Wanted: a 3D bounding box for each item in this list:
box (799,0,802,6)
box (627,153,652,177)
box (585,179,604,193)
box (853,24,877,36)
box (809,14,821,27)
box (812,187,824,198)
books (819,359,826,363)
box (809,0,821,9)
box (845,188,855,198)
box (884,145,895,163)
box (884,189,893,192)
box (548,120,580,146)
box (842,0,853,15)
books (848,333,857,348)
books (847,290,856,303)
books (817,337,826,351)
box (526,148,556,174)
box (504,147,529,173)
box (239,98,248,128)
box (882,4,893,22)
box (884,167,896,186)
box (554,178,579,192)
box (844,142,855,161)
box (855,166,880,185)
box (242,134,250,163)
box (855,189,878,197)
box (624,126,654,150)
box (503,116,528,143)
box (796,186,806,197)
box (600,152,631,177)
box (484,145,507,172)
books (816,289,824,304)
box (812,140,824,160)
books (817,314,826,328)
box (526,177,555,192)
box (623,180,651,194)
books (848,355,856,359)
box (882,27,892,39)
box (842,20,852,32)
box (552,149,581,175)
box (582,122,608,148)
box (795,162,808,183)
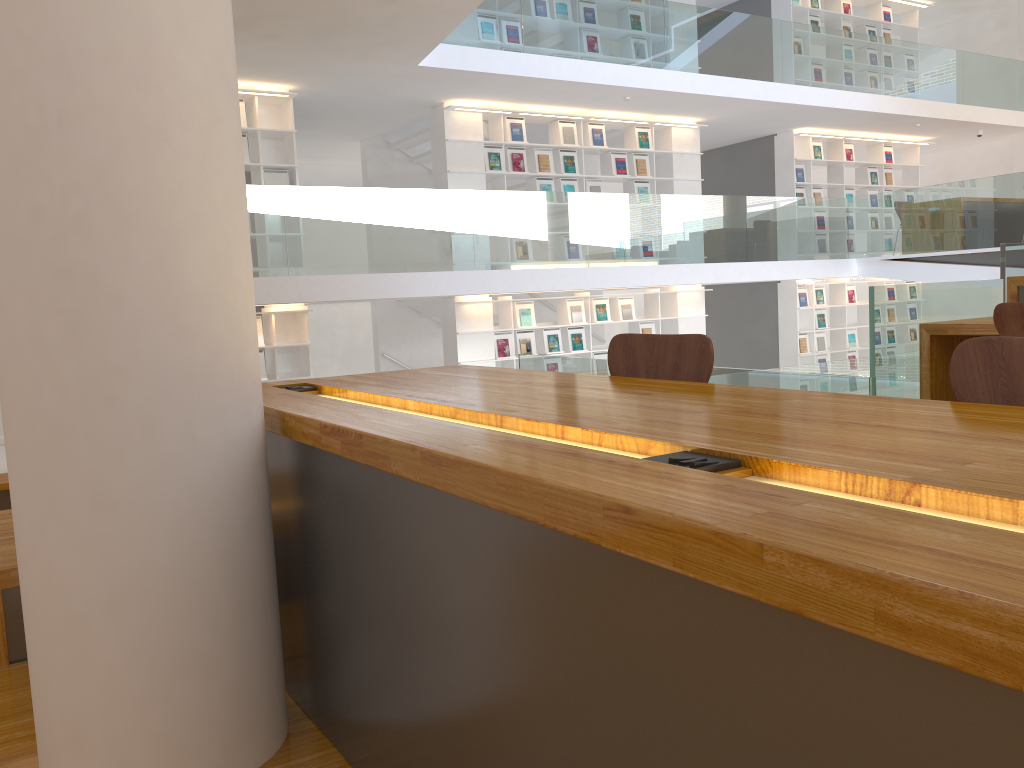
[{"bbox_3d":[3.840,-5.318,12.267,0.245,0.296,0.274,-6,6,-31],"label":"box"},{"bbox_3d":[1.544,-2.685,10.956,0.245,0.296,0.274,-6,6,-31],"label":"box"},{"bbox_3d":[0.946,-2.291,10.615,0.245,0.296,0.274,-6,6,-31],"label":"box"},{"bbox_3d":[5.256,-5.144,13.144,0.245,0.296,0.274,-6,6,-31],"label":"box"},{"bbox_3d":[4.197,-5.031,12.503,0.245,0.296,0.274,-6,6,-31],"label":"box"},{"bbox_3d":[4.319,-2.668,12.728,0.245,0.296,0.274,-6,6,-31],"label":"box"},{"bbox_3d":[4.515,-0.258,12.877,0.145,0.210,0.037,-6,6,-31],"label":"books"},{"bbox_3d":[4.179,-5.355,12.472,0.245,0.296,0.274,-6,6,-31],"label":"box"},{"bbox_3d":[4.914,-2.733,13.088,0.245,0.296,0.274,-6,6,-31],"label":"box"},{"bbox_3d":[5.647,-3.469,13.490,0.245,0.296,0.274,-6,6,-31],"label":"box"},{"bbox_3d":[5.672,-2.816,13.547,0.245,0.296,0.274,-6,6,-31],"label":"box"},{"bbox_3d":[0.607,-2.912,10.368,0.245,0.296,0.274,-6,6,-31],"label":"box"},{"bbox_3d":[4.758,-5.420,12.819,0.245,0.296,0.274,-6,6,-31],"label":"box"},{"bbox_3d":[5.061,-0.643,13.190,0.145,0.210,0.037,-6,6,-31],"label":"books"},{"bbox_3d":[5.028,-1.284,13.129,0.145,0.210,0.037,-6,6,-31],"label":"books"},{"bbox_3d":[4.478,-0.574,12.834,0.145,0.210,0.037,-6,6,-31],"label":"books"},{"bbox_3d":[0.324,-2.552,10.218,0.245,0.296,0.274,-6,6,-31],"label":"box"},{"bbox_3d":[0.012,-2.519,10.044,0.245,0.296,0.274,-6,6,-31],"label":"box"},{"bbox_3d":[-2.684,-2.559,8.451,0.245,0.296,0.274,-6,6,-31],"label":"box"},{"bbox_3d":[5.542,-5.504,13.296,0.245,0.296,0.274,-6,6,-31],"label":"box"},{"bbox_3d":[5.664,-3.143,13.521,0.245,0.296,0.274,-6,6,-31],"label":"box"},{"bbox_3d":[0.631,-2.257,10.425,0.245,0.296,0.274,-6,6,-31],"label":"box"},{"bbox_3d":[4.863,-3.385,13.013,0.245,0.296,0.274,-6,6,-31],"label":"box"},{"bbox_3d":[5.356,-3.109,13.334,0.245,0.296,0.274,-6,6,-31],"label":"box"},{"bbox_3d":[-2.668,-2.233,8.481,0.245,0.296,0.274,-6,6,-31],"label":"box"},{"bbox_3d":[5.373,-2.783,13.366,0.245,0.296,0.274,-6,6,-31],"label":"box"},{"bbox_3d":[1.569,-3.017,10.950,0.245,0.296,0.274,-6,6,-31],"label":"box"},{"bbox_3d":[0.002,-2.846,10.003,0.245,0.296,0.274,-6,6,-31],"label":"box"},{"bbox_3d":[3.999,-2.633,12.535,0.245,0.296,0.274,-6,6,-31],"label":"box"},{"bbox_3d":[1.255,-2.657,10.781,0.245,0.296,0.274,-6,6,-31],"label":"box"},{"bbox_3d":[-0.240,-2.492,9.877,0.245,0.296,0.274,-6,6,-31],"label":"box"},{"bbox_3d":[4.434,-1.255,12.768,0.145,0.210,0.037,-6,6,-31],"label":"books"},{"bbox_3d":[4.284,-3.320,12.665,0.245,0.296,0.274,-6,6,-31],"label":"box"},{"bbox_3d":[4.474,-0.905,12.811,0.145,0.210,0.037,-6,6,-31],"label":"books"},{"bbox_3d":[0.342,-2.226,10.250,0.245,0.296,0.274,-6,6,-31],"label":"box"},{"bbox_3d":[1.563,-2.359,10.988,0.245,0.296,0.274,-6,6,-31],"label":"box"},{"bbox_3d":[5.078,-0.316,13.221,0.145,0.210,0.037,-6,6,-31],"label":"books"},{"bbox_3d":[5.559,-5.178,13.327,0.245,0.296,0.274,-6,6,-31],"label":"box"},{"bbox_3d":[4.777,-5.092,12.854,0.245,0.296,0.274,-6,6,-31],"label":"box"},{"bbox_3d":[0.618,-2.584,10.396,0.245,0.296,0.274,-6,6,-31],"label":"box"},{"bbox_3d":[0.963,-2.951,10.584,0.245,0.296,0.274,-6,6,-31],"label":"box"},{"bbox_3d":[3.977,-2.959,12.500,0.245,0.296,0.274,-6,6,-31],"label":"box"}]
